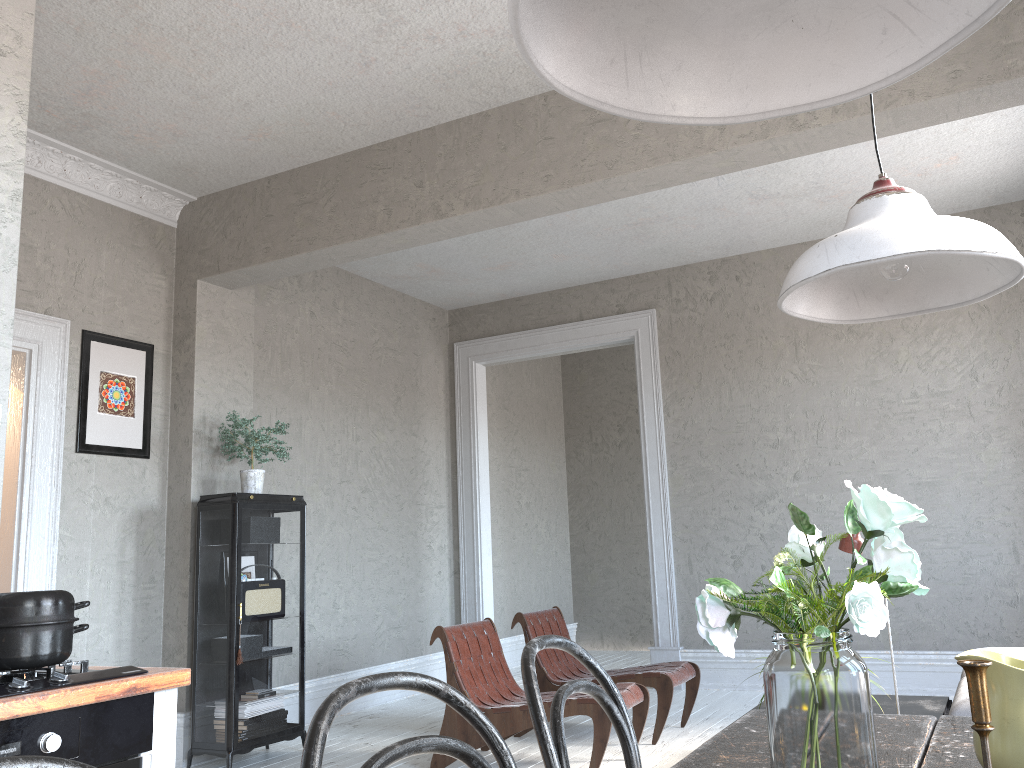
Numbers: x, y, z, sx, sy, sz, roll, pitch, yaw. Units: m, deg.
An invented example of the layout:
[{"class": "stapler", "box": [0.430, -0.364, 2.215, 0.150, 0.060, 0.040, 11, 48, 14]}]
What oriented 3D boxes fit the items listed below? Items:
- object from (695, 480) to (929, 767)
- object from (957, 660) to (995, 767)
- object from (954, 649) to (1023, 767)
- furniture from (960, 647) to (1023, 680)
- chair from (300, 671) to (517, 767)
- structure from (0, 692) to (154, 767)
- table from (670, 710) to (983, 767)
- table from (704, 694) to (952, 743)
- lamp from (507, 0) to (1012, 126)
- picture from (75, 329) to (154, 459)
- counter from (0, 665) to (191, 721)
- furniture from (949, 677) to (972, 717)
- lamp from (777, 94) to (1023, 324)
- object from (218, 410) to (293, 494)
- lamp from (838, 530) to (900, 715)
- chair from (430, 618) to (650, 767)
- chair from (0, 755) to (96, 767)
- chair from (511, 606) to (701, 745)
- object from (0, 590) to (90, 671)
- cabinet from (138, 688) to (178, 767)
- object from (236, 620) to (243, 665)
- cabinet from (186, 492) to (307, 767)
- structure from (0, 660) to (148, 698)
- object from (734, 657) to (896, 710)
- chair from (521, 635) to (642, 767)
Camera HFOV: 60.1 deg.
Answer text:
[{"class": "object", "box": [0.398, 0.337, 1.169, 0.307, 0.414, 0.255, -8, -12, 25]}, {"class": "object", "box": [0.623, 0.454, 1.172, 0.058, 0.167, 0.060, -12, -14, 40]}, {"class": "object", "box": [0.711, 0.457, 1.221, 0.151, 0.170, 0.134, 0, -11, -11]}, {"class": "furniture", "box": [2.518, 1.542, 4.280, 0.573, 0.475, 0.842, -8, -12, 27]}, {"class": "chair", "box": [0.052, 0.804, 0.968, 0.538, 0.920, 0.446, -10, -13, 34]}, {"class": "structure", "box": [-1.124, 0.935, 1.634, 0.608, 0.623, 0.633, -8, -12, 27]}, {"class": "table", "box": [0.438, 0.838, 0.741, 0.889, 0.734, 1.953, -8, -12, 28]}, {"class": "table", "box": [1.430, 1.609, 3.845, 0.835, 0.303, 1.333, -8, -12, 27]}, {"class": "lamp", "box": [0.151, -1.186, 0.826, 0.372, 1.858, 0.387, -10, -13, 35]}, {"class": "picture", "box": [-2.216, 0.067, 4.966, 0.019, 0.677, 0.467, -8, -12, 28]}, {"class": "counter", "box": [-0.823, 0.284, 0.071, 3.108, 0.039, 3.449, -8, -12, 27]}, {"class": "furniture", "box": [2.035, 1.399, 3.414, 0.573, 0.475, 0.842, -8, -12, 27]}, {"class": "lamp", "box": [0.591, -1.057, 1.612, 0.385, 1.858, 0.373, 3, -12, -24]}, {"class": "object", "box": [-1.512, 0.405, 5.220, 0.406, 0.506, 0.406, -13, -15, 43]}, {"class": "lamp", "box": [1.454, 0.967, 3.519, 0.140, 0.839, 0.247, 3, -12, -26]}, {"class": "chair", "box": [0.138, 1.587, 4.543, 0.999, 0.720, 0.516, -8, -12, 27]}, {"class": "chair", "box": [-0.202, 0.736, 0.551, 0.540, 0.920, 0.445, -7, -12, 25]}, {"class": "chair", "box": [0.559, 1.711, 5.297, 0.999, 0.720, 0.516, -8, -12, 27]}, {"class": "object", "box": [-0.985, 0.497, 1.795, 0.189, 0.147, 0.194, -4, -11, 7]}, {"class": "cabinet", "box": [-1.274, 0.722, 0.064, 2.010, 0.854, 4.149, 0, -11, -15]}, {"class": "object", "box": [-1.451, 1.376, 4.719, 0.041, 0.233, 0.044, 1, -11, -15]}, {"class": "cabinet", "box": [-1.475, 1.374, 5.028, 0.342, 1.471, 0.629, -8, -12, 28]}, {"class": "structure", "box": [-1.118, 0.573, 1.687, 0.488, 0.031, 0.616, -8, -12, 27]}, {"class": "object", "box": [1.333, 1.282, 3.985, 0.677, 0.420, 0.716, 8, -15, -43]}, {"class": "chair", "box": [0.311, 0.883, 1.440, 0.540, 0.920, 0.445, -7, -12, 25]}]
